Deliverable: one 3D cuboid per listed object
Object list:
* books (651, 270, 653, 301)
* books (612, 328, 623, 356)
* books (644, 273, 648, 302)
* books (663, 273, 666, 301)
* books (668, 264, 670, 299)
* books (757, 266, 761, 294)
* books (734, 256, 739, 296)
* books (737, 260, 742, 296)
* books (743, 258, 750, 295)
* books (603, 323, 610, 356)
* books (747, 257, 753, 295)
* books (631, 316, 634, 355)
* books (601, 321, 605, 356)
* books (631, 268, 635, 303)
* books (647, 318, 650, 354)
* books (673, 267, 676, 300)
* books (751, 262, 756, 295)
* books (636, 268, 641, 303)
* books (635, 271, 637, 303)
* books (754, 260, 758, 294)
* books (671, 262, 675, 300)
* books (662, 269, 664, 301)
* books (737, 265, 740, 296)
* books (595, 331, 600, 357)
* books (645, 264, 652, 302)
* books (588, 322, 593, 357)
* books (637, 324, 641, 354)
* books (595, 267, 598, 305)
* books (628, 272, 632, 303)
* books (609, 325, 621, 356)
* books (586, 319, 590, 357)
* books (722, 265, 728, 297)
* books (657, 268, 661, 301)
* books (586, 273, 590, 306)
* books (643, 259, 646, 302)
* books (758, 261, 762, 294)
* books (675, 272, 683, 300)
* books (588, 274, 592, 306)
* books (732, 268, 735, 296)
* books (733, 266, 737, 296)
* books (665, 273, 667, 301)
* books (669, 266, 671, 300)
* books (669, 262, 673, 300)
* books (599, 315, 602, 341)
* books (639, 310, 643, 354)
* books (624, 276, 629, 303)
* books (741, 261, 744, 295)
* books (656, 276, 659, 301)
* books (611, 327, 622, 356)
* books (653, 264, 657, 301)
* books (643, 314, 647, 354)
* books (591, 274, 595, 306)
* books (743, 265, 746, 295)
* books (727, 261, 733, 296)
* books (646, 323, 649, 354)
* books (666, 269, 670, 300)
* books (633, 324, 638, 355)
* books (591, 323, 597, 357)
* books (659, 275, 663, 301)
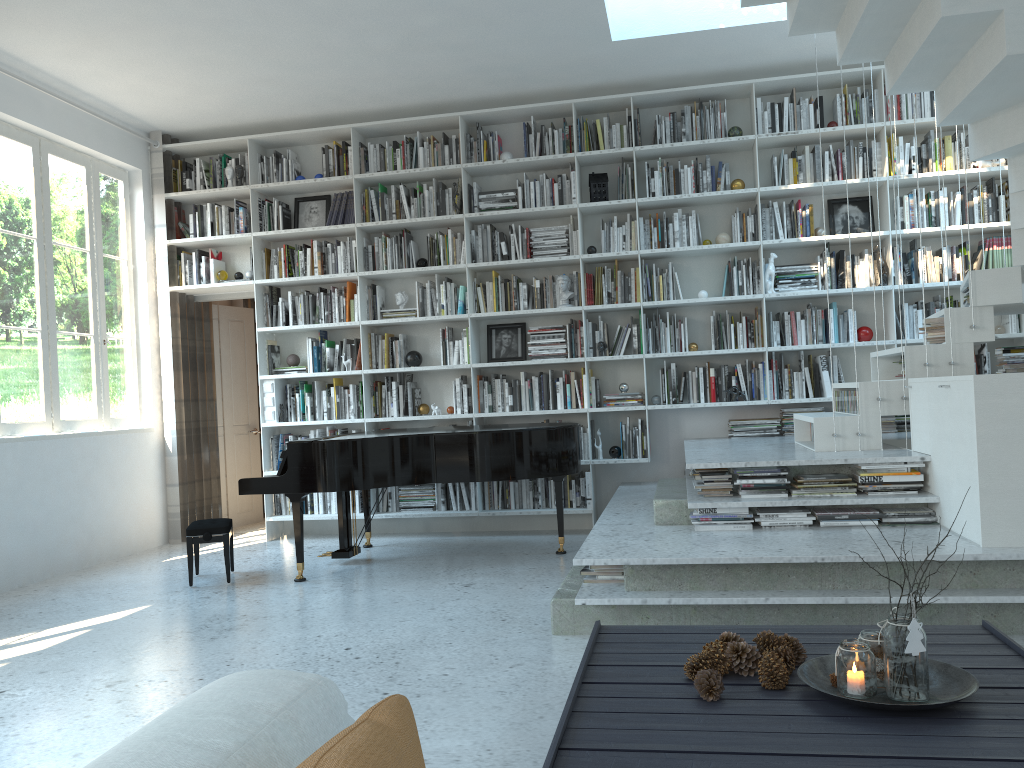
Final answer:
[{"bbox_3d":[1.024,-0.702,6.476,0.007,0.244,0.145,-3,0,11],"label":"books"},{"bbox_3d":[0.776,-0.302,6.502,0.089,0.210,0.175,-3,-1,11],"label":"books"},{"bbox_3d":[0.982,-0.688,6.474,0.015,0.220,0.155,-3,0,11],"label":"books"},{"bbox_3d":[1.111,-0.689,6.449,0.014,0.209,0.156,-3,-1,11],"label":"books"},{"bbox_3d":[1.142,-0.721,6.438,0.006,0.270,0.178,-3,0,11],"label":"books"},{"bbox_3d":[1.754,-0.724,6.328,0.023,0.212,0.164,-3,-1,11],"label":"books"},{"bbox_3d":[1.608,-0.758,6.363,0.013,0.295,0.154,-3,0,11],"label":"books"},{"bbox_3d":[1.628,-0.743,6.345,0.018,0.263,0.165,-3,0,11],"label":"books"},{"bbox_3d":[1.677,-0.751,6.345,0.032,0.274,0.154,-3,0,11],"label":"books"},{"bbox_3d":[0.697,-0.319,6.539,0.035,0.248,0.141,-3,0,11],"label":"books"},{"bbox_3d":[1.695,-0.752,6.319,0.012,0.273,0.183,-3,0,11],"label":"books"},{"bbox_3d":[0.886,-0.348,6.498,0.013,0.286,0.138,-3,0,11],"label":"books"},{"bbox_3d":[0.674,-0.327,6.543,0.012,0.266,0.157,-3,0,11],"label":"books"},{"bbox_3d":[0.889,-0.706,6.489,0.032,0.266,0.143,-3,0,11],"label":"books"},{"bbox_3d":[0.999,-0.344,6.465,0.010,0.266,0.158,-3,0,11],"label":"books"},{"bbox_3d":[1.181,-0.715,6.444,0.007,0.254,0.161,-3,0,11],"label":"books"},{"bbox_3d":[1.725,-0.739,6.335,0.013,0.245,0.158,-3,0,11],"label":"books"},{"bbox_3d":[0.929,-0.709,6.494,0.033,0.268,0.141,-3,0,11],"label":"books"},{"bbox_3d":[0.911,-0.698,6.500,0.019,0.248,0.149,-3,0,11],"label":"books"},{"bbox_3d":[1.734,-0.743,6.316,0.011,0.252,0.169,-3,0,11],"label":"books"},{"bbox_3d":[1.176,-0.737,6.479,0.011,0.300,0.088,-3,0,11],"label":"books"},{"bbox_3d":[1.099,-0.705,6.451,0.008,0.242,0.169,-3,0,11],"label":"books"},{"bbox_3d":[1.619,-0.726,6.362,0.007,0.230,0.146,-3,0,11],"label":"books"},{"bbox_3d":[0.639,-0.289,6.525,0.027,0.192,0.182,-3,-1,11],"label":"books"},{"bbox_3d":[0.999,-0.723,6.461,0.035,0.288,0.191,-3,0,11],"label":"books"},{"bbox_3d":[0.589,-0.321,6.558,0.024,0.263,0.154,-3,0,11],"label":"books"},{"bbox_3d":[0.931,-0.321,6.480,0.021,0.226,0.148,-3,0,11],"label":"books"},{"bbox_3d":[0.625,-0.706,6.534,0.035,0.293,0.145,-3,0,11],"label":"books"},{"bbox_3d":[0.868,-0.691,6.498,0.028,0.239,0.145,-3,0,11],"label":"books"},{"bbox_3d":[0.758,-0.310,6.500,0.095,0.228,0.190,-3,-1,11],"label":"books"},{"bbox_3d":[0.571,-0.331,6.562,0.012,0.285,0.159,-3,0,11],"label":"books"},{"bbox_3d":[1.529,-0.725,6.375,0.056,0.241,0.153,-3,0,11],"label":"books"},{"bbox_3d":[1.073,-0.711,6.460,0.013,0.256,0.144,-3,0,11],"label":"books"},{"bbox_3d":[0.568,-0.684,6.562,0.015,0.255,0.150,-3,0,11],"label":"books"},{"bbox_3d":[0.967,-0.737,6.463,0.006,0.318,0.164,-3,0,11],"label":"books"},{"bbox_3d":[1.768,-0.742,6.315,0.010,0.245,0.158,-3,0,11],"label":"books"},{"bbox_3d":[1.206,-0.694,6.412,0.051,0.210,0.176,-3,-1,11],"label":"books"},{"bbox_3d":[0.585,-0.679,6.557,0.014,0.244,0.145,-3,0,11],"label":"books"},{"bbox_3d":[1.585,-0.714,6.351,0.006,0.210,0.188,-3,-1,11],"label":"books"},{"bbox_3d":[1.594,-0.719,6.349,0.013,0.219,0.187,-3,-1,11],"label":"books"},{"bbox_3d":[1.120,-0.691,6.439,0.007,0.211,0.158,-3,-1,11],"label":"books"},{"bbox_3d":[1.148,-0.723,6.442,0.006,0.273,0.167,-3,0,11],"label":"books"},{"bbox_3d":[1.157,-0.731,6.440,0.013,0.287,0.159,-3,0,11],"label":"books"},{"bbox_3d":[0.659,-0.347,6.536,0.013,0.307,0.141,-3,0,11],"label":"books"},{"bbox_3d":[0.945,-0.371,6.475,0.014,0.325,0.182,-3,0,11],"label":"books"},{"bbox_3d":[0.840,-0.673,6.484,0.034,0.204,0.181,-3,-1,11],"label":"books"},{"bbox_3d":[1.644,-0.742,6.343,0.015,0.259,0.152,-3,0,11],"label":"books"},{"bbox_3d":[1.060,-0.678,6.457,0.014,0.192,0.147,-3,-1,11],"label":"books"},{"bbox_3d":[0.771,-0.307,6.517,0.088,0.220,0.138,-3,0,11],"label":"books"},{"bbox_3d":[1.040,-0.721,6.437,0.013,0.279,0.191,-3,0,11],"label":"books"},{"bbox_3d":[0.978,-0.359,6.489,0.014,0.298,0.148,-3,0,11],"label":"books"},{"bbox_3d":[0.602,-0.682,6.566,0.013,0.247,0.176,-3,0,11],"label":"books"},{"bbox_3d":[1.657,-0.725,6.333,0.012,0.224,0.178,-3,-1,11],"label":"books"},{"bbox_3d":[1.564,-0.740,6.361,0.021,0.264,0.174,-3,0,11],"label":"books"},{"bbox_3d":[0.991,-0.324,6.473,0.012,0.226,0.147,-3,0,11],"label":"books"},{"bbox_3d":[1.133,-0.707,6.449,0.017,0.243,0.132,-3,0,11],"label":"books"},{"bbox_3d":[0.904,-0.318,6.474,0.029,0.223,0.171,-3,-1,11],"label":"books"},{"bbox_3d":[0.614,-0.317,6.550,0.028,0.253,0.142,-3,0,11],"label":"books"},{"bbox_3d":[1.084,-0.680,6.427,0.017,0.192,0.191,-3,-1,11],"label":"books"}]
